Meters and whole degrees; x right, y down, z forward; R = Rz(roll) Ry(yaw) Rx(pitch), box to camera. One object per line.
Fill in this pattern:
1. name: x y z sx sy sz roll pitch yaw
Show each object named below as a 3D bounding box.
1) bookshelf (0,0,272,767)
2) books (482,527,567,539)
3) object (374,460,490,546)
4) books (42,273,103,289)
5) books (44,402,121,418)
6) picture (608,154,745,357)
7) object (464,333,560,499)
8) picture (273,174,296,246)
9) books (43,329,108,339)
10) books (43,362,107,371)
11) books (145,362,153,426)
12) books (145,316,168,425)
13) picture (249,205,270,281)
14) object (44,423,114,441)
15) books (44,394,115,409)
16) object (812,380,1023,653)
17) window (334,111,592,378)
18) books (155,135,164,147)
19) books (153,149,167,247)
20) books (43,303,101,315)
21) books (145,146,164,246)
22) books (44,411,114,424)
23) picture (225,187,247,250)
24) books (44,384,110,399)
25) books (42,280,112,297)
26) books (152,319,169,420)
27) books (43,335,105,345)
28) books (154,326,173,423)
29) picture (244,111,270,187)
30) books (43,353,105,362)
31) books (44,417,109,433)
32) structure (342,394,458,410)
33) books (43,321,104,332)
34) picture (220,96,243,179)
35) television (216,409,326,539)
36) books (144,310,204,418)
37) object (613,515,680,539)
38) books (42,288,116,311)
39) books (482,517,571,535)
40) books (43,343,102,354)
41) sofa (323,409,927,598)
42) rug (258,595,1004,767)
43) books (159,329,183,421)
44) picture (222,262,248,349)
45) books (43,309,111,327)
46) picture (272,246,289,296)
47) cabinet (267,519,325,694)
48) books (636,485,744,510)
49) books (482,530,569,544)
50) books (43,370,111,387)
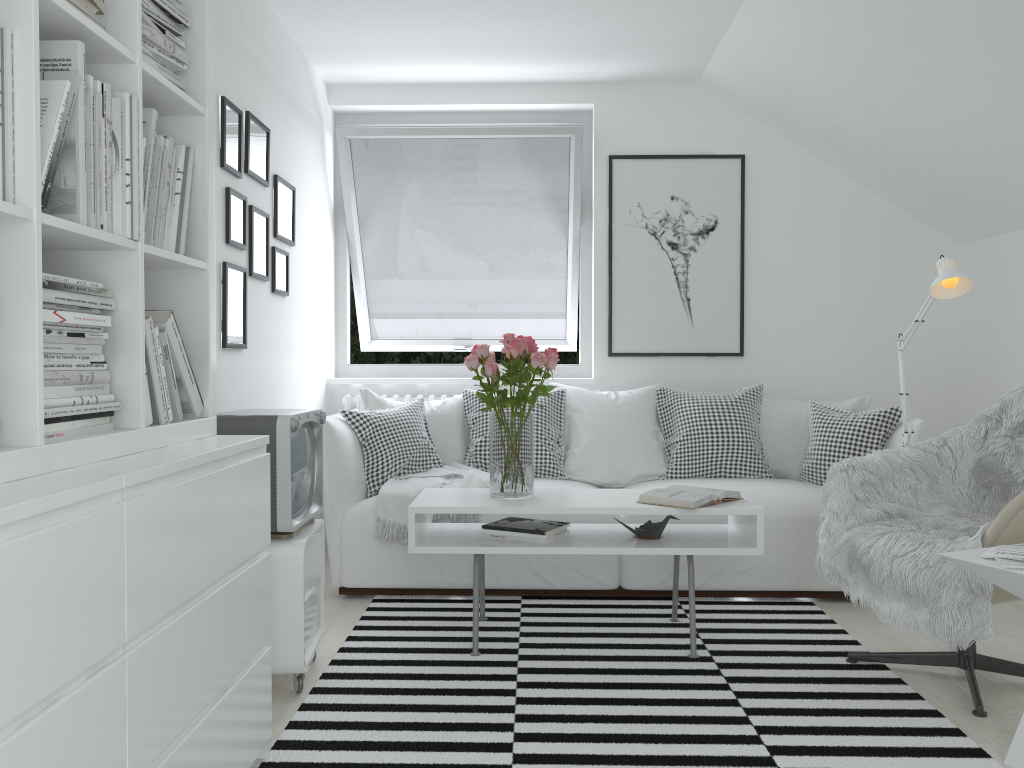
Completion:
1. bookshelf: -0.852 -0.238 1.442 0.440 2.416 1.595 0 1 1
2. books: 0.047 0.529 3.227 0.254 0.014 0.191 1 2 26
3. object: -0.232 0.510 4.063 0.670 0.291 0.831 0 1 0
4. books: -0.891 -0.189 1.628 0.161 0.012 0.254 0 1 1
5. books: -0.884 0.048 1.651 0.182 0.016 0.288 0 1 1
6. picture: 0.876 -0.682 4.731 0.720 1.072 0.015 0 1 1
7. object: 0.005 0.114 3.227 0.350 0.599 0.327 1 1 22
8. picture: -1.000 -0.759 3.908 0.019 0.266 0.290 0 1 1
9. books: -0.896 -0.093 1.646 0.159 0.012 0.285 0 1 1
10. books: -0.912 -0.033 1.649 0.182 0.016 0.288 0 1 1
11. books: -0.862 -0.029 1.875 0.172 0.239 0.093 0 1 1
12. books: -0.850 -0.027 1.918 0.172 0.235 0.112 0 1 1
13. picture: -1.010 -0.559 3.550 0.018 0.274 0.225 0 1 1
14. object: -0.925 0.090 1.643 0.232 0.014 0.314 0 1 1
15. books: -0.895 0.032 1.645 0.182 0.016 0.288 0 1 1
16. object: 1.506 0.360 2.860 0.954 0.789 0.784 0 1 -18
17. window: -2.642 -0.689 6.947 12.055 8.137 4.514 0 1 1
18. books: -0.886 -0.434 2.017 0.159 0.278 0.085 0 1 1
19. books: -0.880 -0.419 2.026 0.161 0.248 0.077 0 1 1
20. books: -0.897 -0.139 1.629 0.161 0.013 0.254 0 1 1
21. books: -0.878 -0.419 2.001 0.161 0.249 0.078 0 1 1
22. books: -0.935 0.062 1.640 0.251 0.012 0.312 0 1 2
23. picture: -1.017 -0.607 3.277 0.018 0.202 0.196 0 1 1
24. books: -0.896 0.013 1.643 0.174 0.021 0.273 0 1 1
25. books: -0.887 -0.177 1.644 0.159 0.012 0.285 0 1 1
26. books: -0.852 -0.026 1.950 0.152 0.232 0.104 0 1 1
27. books: -0.890 -0.081 1.635 0.161 0.012 0.254 0 1 1
28. books: -0.855 -0.020 1.980 0.161 0.218 0.101 0 1 1
29. picture: -1.008 -0.926 3.519 0.021 0.236 0.275 0 1 1
30. books: -0.913 -0.049 1.638 0.182 0.016 0.288 0 1 1
31. books: -0.927 0.075 1.638 0.232 0.014 0.308 0 1 -1
32. structure: -0.073 0.382 4.736 1.655 0.660 0.206 0 1 1
33. books: -0.888 -0.105 1.624 0.161 0.013 0.256 0 1 1
34. picture: -1.017 -0.891 3.222 0.018 0.248 0.196 0 1 1
35. television: -0.765 0.274 2.807 0.273 0.374 0.414 0 1 1
36. books: -0.851 -0.041 2.086 0.176 0.255 0.226 0 1 1
37. object: 0.484 0.508 3.203 0.194 0.088 0.186 0 1 -9
38. books: -0.897 -0.157 1.642 0.176 0.025 0.331 0 1 1
39. books: 0.053 0.516 3.231 0.257 0.012 0.207 1 2 30
40. books: -0.899 -0.065 1.629 0.167 0.017 0.263 0 1 1
41. sofa: 0.468 0.521 4.157 2.647 0.768 0.917 0 1 1
42. rug: 0.301 0.948 2.423 1.846 0.004 4.362 0 1 1
43. books: -0.849 -0.018 2.018 0.161 0.213 0.118 0 1 1
44. picture: -1.016 -0.283 3.258 0.019 0.306 0.232 0 1 1
45. books: -0.891 -0.122 1.639 0.174 0.021 0.273 0 1 1
46. picture: -1.003 -0.485 3.845 0.017 0.194 0.218 0 1 1
47. cabinet: -0.801 0.699 2.813 0.350 0.477 0.467 0 1 -5
48. books: 0.635 0.396 3.153 0.231 0.040 0.342 1 2 43
49. books: 0.051 0.544 3.224 0.259 0.014 0.191 1 2 28
50. books: -0.911 -0.011 1.663 0.180 0.028 0.296 0 1 1
